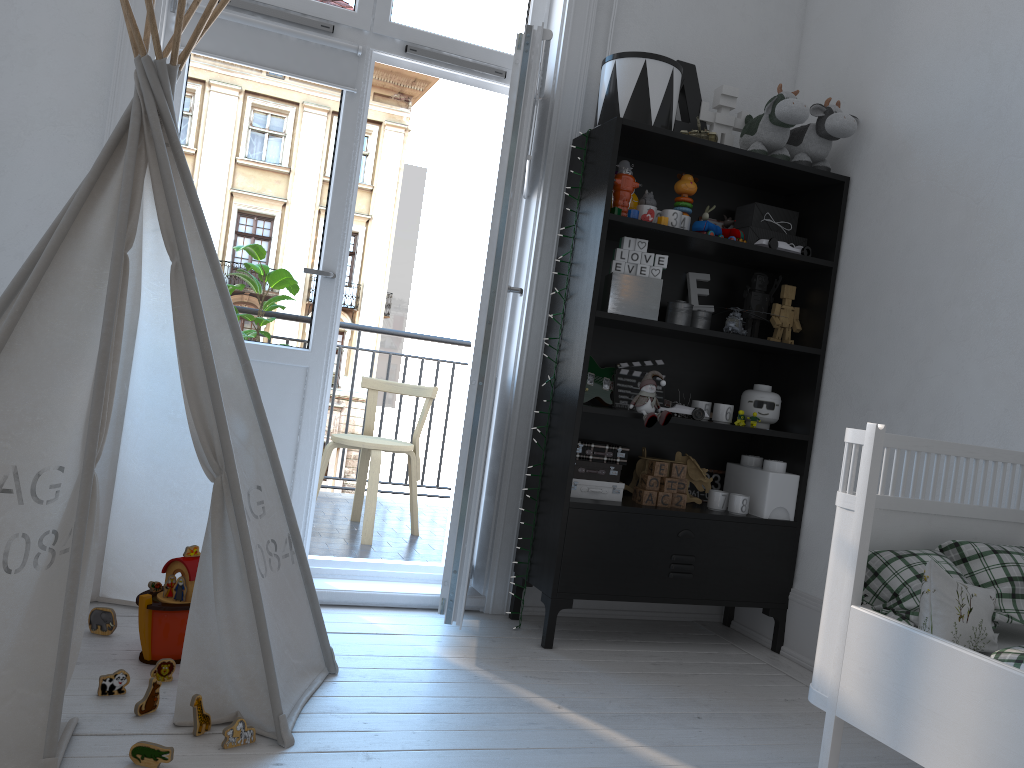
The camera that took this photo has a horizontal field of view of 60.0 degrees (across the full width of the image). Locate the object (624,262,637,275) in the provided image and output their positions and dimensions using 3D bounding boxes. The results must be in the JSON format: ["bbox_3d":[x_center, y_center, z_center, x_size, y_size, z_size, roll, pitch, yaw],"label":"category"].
[{"bbox_3d":[0.380,-0.373,2.899,0.040,0.040,0.040,8,0,-15],"label":"object"}]

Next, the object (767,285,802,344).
[{"bbox_3d":[0.984,-0.244,3.179,0.114,0.221,0.052,8,1,-21],"label":"object"}]

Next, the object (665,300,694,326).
[{"bbox_3d":[0.597,-0.242,3.174,0.095,0.110,0.095,8,0,-16],"label":"object"}]

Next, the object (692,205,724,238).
[{"bbox_3d":[0.673,-0.546,3.029,0.121,0.126,0.087,7,1,-43],"label":"object"}]

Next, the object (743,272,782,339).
[{"bbox_3d":[0.895,-0.276,3.211,0.117,0.259,0.081,8,1,-20],"label":"object"}]

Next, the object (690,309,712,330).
[{"bbox_3d":[0.716,-0.217,3.130,0.078,0.091,0.246,8,0,-26],"label":"object"}]

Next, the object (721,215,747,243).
[{"bbox_3d":[0.761,-0.535,3.106,0.121,0.112,0.087,8,1,40],"label":"object"}]

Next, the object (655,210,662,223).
[{"bbox_3d":[0.474,-0.545,2.977,0.067,0.067,0.067,8,1,44],"label":"object"}]

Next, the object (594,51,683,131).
[{"bbox_3d":[0.430,-0.950,3.033,0.272,0.259,0.395,8,0,8],"label":"object"}]

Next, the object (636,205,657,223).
[{"bbox_3d":[0.440,-0.549,2.917,0.067,0.067,0.067,8,0,-19],"label":"object"}]

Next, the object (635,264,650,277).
[{"bbox_3d":[0.424,-0.367,2.895,0.040,0.040,0.040,8,0,-5],"label":"object"}]

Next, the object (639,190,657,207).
[{"bbox_3d":[0.466,-0.593,3.081,0.063,0.160,0.063,7,1,-42],"label":"object"}]

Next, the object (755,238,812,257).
[{"bbox_3d":[0.938,-0.471,3.080,0.231,0.048,0.098,8,0,-30],"label":"object"}]

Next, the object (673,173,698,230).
[{"bbox_3d":[0.578,-0.604,2.990,0.077,0.213,0.077,8,1,13],"label":"object"}]

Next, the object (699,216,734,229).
[{"bbox_3d":[0.845,-0.530,3.304,0.347,0.132,0.037,8,1,-20],"label":"object"}]

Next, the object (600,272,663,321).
[{"bbox_3d":[0.393,-0.283,2.931,0.170,0.138,0.124,8,0,-5],"label":"object"}]

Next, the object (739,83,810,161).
[{"bbox_3d":[0.888,-0.880,3.076,0.154,0.253,0.370,8,0,-12],"label":"object"}]

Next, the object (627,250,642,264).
[{"bbox_3d":[0.398,-0.411,2.892,0.040,0.040,0.040,8,0,0],"label":"object"}]

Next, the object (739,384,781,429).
[{"bbox_3d":[0.891,0.083,3.187,0.139,0.162,0.139,8,1,45],"label":"object"}]

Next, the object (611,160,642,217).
[{"bbox_3d":[0.367,-0.628,2.887,0.105,0.203,0.072,8,1,-13],"label":"object"}]

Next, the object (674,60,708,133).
[{"bbox_3d":[0.588,-0.971,3.169,0.343,0.344,0.057,8,1,-20],"label":"object"}]

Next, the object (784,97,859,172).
[{"bbox_3d":[1.028,-0.861,3.133,0.211,0.253,0.386,7,0,-37],"label":"object"}]

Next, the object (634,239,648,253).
[{"bbox_3d":[0.417,-0.449,2.893,0.040,0.040,0.040,8,0,-10],"label":"object"}]

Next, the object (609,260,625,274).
[{"bbox_3d":[0.342,-0.378,2.888,0.040,0.040,0.040,8,0,-5],"label":"object"}]

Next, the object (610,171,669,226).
[{"bbox_3d":[0.374,-0.623,2.965,0.197,0.197,0.318,8,0,-24],"label":"object"}]

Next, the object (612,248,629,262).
[{"bbox_3d":[0.353,-0.417,2.888,0.040,0.040,0.040,8,0,-10],"label":"object"}]

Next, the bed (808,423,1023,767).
[{"bbox_3d":[1.226,0.567,1.486,0.670,0.833,1.403,8,0,-20],"label":"bed"}]

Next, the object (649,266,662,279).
[{"bbox_3d":[0.469,-0.361,2.900,0.040,0.040,0.040,8,0,10],"label":"object"}]

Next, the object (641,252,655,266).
[{"bbox_3d":[0.443,-0.405,2.896,0.040,0.040,0.040,8,0,10],"label":"object"}]

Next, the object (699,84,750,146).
[{"bbox_3d":[0.756,-0.921,3.201,0.190,0.290,0.065,8,1,-15],"label":"object"}]

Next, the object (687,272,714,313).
[{"bbox_3d":[0.690,-0.334,3.248,0.107,0.151,0.055,8,1,-20],"label":"object"}]

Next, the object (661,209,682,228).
[{"bbox_3d":[0.526,-0.537,2.934,0.067,0.067,0.067,8,0,-19],"label":"object"}]

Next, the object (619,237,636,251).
[{"bbox_3d":[0.375,-0.455,2.889,0.040,0.040,0.040,8,0,-15],"label":"object"}]

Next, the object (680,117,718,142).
[{"bbox_3d":[0.636,-0.841,2.999,0.121,0.100,0.338,8,0,15],"label":"object"}]

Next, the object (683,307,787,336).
[{"bbox_3d":[0.777,-0.215,3.117,0.368,0.106,0.349,8,0,-19],"label":"object"}]

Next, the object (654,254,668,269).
[{"bbox_3d":[0.487,-0.399,2.900,0.040,0.040,0.040,8,0,5],"label":"object"}]
